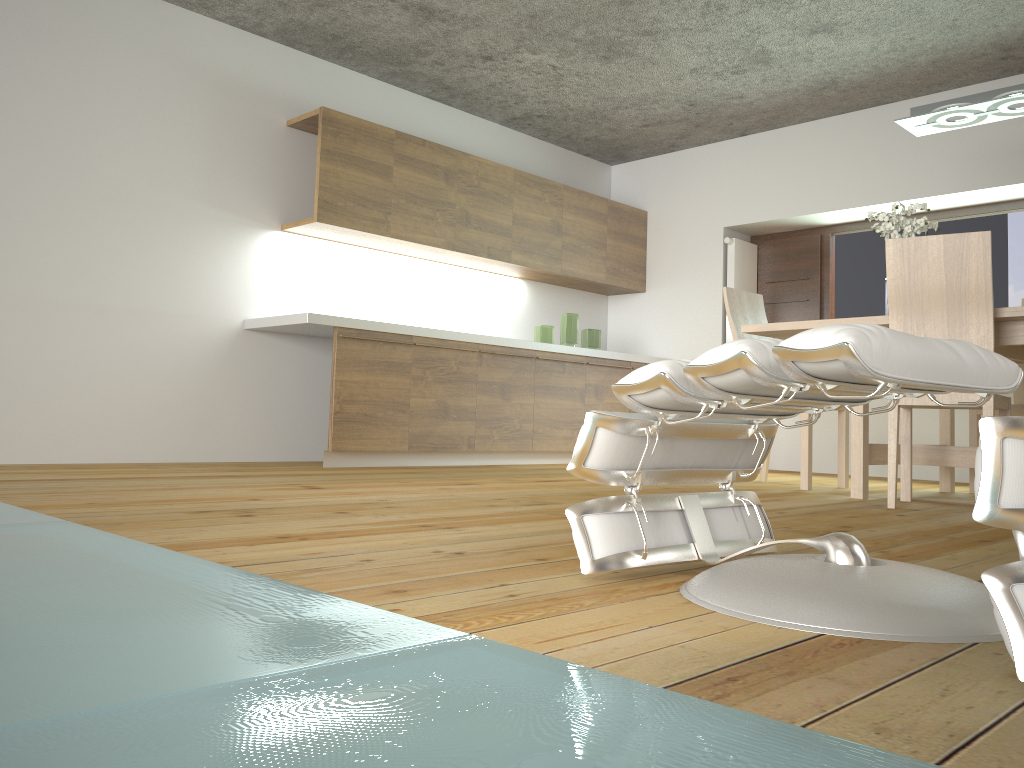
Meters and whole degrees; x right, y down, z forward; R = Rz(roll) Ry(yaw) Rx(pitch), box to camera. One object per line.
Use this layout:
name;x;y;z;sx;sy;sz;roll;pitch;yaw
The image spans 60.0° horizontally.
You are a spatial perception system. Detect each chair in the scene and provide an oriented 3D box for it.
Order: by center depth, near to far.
chair;0.954;-0.145;0.753;0.569;0.971;0.912;3;-4;-20
chair;1.687;-0.030;3.443;0.404;1.019;0.505;-1;-5;33
chair;2.592;0.040;4.380;0.505;1.019;0.404;5;-5;-34
chair;1.388;0.007;4.537;0.404;1.019;0.506;5;-5;-42

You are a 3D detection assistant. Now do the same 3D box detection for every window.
window;3.824;-0.625;5.017;4.185;0.980;0.012;-1;-5;44

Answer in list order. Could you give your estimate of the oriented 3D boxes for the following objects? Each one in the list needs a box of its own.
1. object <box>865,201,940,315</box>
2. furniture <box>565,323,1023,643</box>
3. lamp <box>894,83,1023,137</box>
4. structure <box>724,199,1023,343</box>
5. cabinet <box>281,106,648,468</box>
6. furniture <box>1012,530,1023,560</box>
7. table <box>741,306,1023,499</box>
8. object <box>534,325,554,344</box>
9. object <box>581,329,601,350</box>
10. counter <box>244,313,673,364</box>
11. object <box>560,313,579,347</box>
object;1.832;-0.550;4.151;0.302;0.609;0.304;5;-5;-42
furniture;0.520;0.139;1.527;0.569;0.440;0.685;4;-4;-39
lamp;2.425;-1.579;3.741;1.489;0.721;0.290;-1;-5;44
structure;3.462;-0.604;5.070;4.873;1.156;0.525;-1;-4;44
cabinet;-0.057;-0.474;6.027;0.655;2.008;3.087;-2;-5;44
furniture;1.401;0.174;1.656;0.569;0.440;0.685;2;-3;-10
table;2.331;0.126;3.546;1.198;0.757;2.499;5;-4;-43
object;0.228;-0.331;6.280;0.112;0.160;0.111;3;-4;-21
object;0.573;-0.314;6.420;0.111;0.160;0.112;3;-4;-21
counter;-0.133;-0.250;5.944;0.652;0.054;3.280;0;-3;45
object;0.408;-0.371;6.322;0.099;0.260;0.099;3;-4;-21
